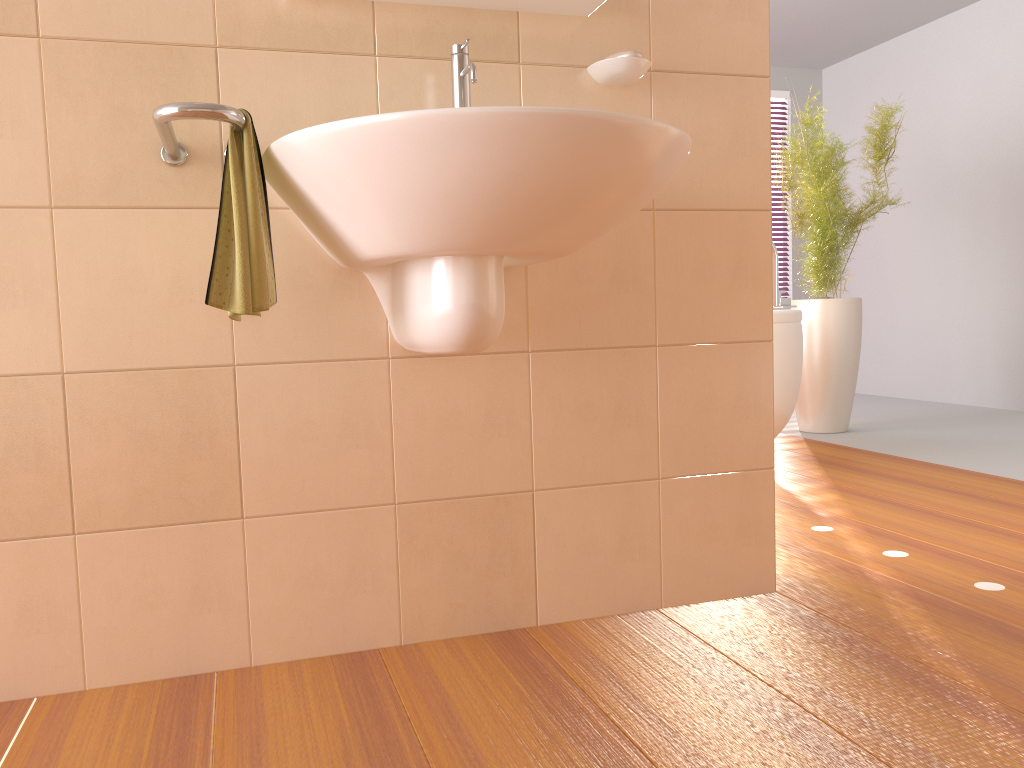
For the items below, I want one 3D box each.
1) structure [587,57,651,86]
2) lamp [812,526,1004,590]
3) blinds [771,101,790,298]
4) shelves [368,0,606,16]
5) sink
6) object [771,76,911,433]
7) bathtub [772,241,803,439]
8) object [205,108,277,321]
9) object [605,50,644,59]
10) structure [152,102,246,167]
[{"bbox_3d":[0.208,-0.584,1.658,0.117,0.029,0.092,-3,5,-17],"label":"structure"},{"bbox_3d":[-0.406,0.527,1.168,3.173,0.001,2.893,-3,5,-17],"label":"lamp"},{"bbox_3d":[-0.291,-0.846,5.600,4.712,2.022,0.032,-3,5,-17],"label":"blinds"},{"bbox_3d":[-0.102,-0.700,1.531,0.554,0.050,0.138,-3,5,-17],"label":"shelves"},{"bbox_3d":[-0.030,-0.306,1.370,0.683,0.516,0.539,-3,5,-17],"label":"sink"},{"bbox_3d":[1.589,-0.551,4.233,0.683,1.557,1.335,-1,4,15],"label":"object"},{"bbox_3d":[0.269,-0.113,3.379,1.874,0.900,0.888,-3,5,-17],"label":"bathtub"},{"bbox_3d":[-0.405,-0.250,1.357,0.085,0.306,0.181,-2,4,-1],"label":"object"},{"bbox_3d":[0.209,-0.606,1.658,0.075,0.023,0.050,1,5,37],"label":"object"},{"bbox_3d":[-0.466,-0.375,1.335,0.142,0.042,0.333,-3,5,-17],"label":"structure"}]
